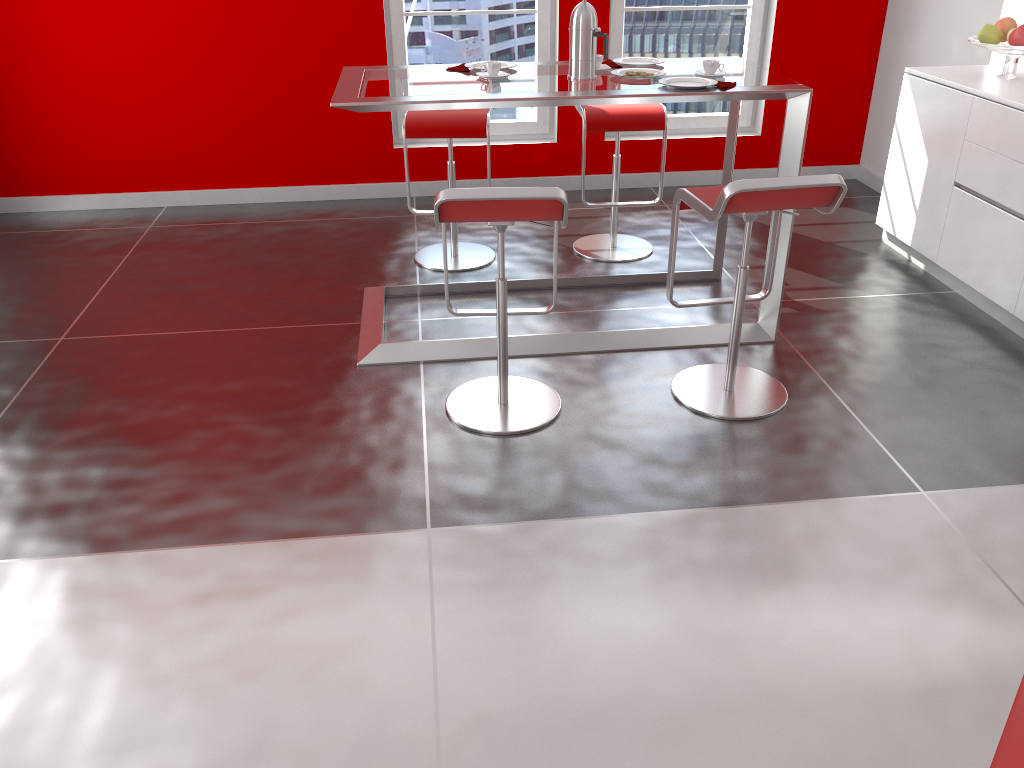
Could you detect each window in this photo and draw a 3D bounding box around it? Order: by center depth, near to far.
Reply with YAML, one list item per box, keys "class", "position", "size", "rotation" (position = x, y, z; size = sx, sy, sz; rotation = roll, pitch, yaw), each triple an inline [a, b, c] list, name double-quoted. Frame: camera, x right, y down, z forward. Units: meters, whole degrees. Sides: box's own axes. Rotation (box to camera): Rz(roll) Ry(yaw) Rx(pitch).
- class: "window"
  position: [-0.243, -2.441, 5.033]
  size: [0.938, 2.038, 0.117]
  rotation: [-3, 28, -5]
- class: "window"
  position: [1.050, -2.518, 5.152]
  size: [0.938, 2.038, 0.117]
  rotation: [-3, 28, -5]

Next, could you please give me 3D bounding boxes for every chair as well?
- class: "chair"
  position: [-0.034, -0.292, 2.975]
  size: [0.418, 0.857, 0.460]
  rotation: [-1, 28, -1]
- class: "chair"
  position: [0.797, -0.339, 3.047]
  size: [0.418, 0.857, 0.460]
  rotation: [-6, 29, -9]
- class: "chair"
  position: [-0.297, -1.039, 4.373]
  size: [0.418, 0.857, 0.460]
  rotation: [0, 28, 1]
- class: "chair"
  position: [0.523, -1.098, 4.466]
  size: [0.418, 0.857, 0.460]
  rotation: [-2, 28, -3]

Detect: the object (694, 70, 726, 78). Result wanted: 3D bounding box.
- class: "object"
  position: [0.762, -1.191, 3.412]
  size: [0.119, 0.016, 0.119]
  rotation: [6, 29, 12]

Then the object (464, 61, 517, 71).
- class: "object"
  position: [-0.087, -1.296, 3.623]
  size: [0.217, 0.015, 0.217]
  rotation: [8, 29, 16]

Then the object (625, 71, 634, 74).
- class: "object"
  position: [0.457, -1.208, 3.439]
  size: [0.034, 0.006, 0.036]
  rotation: [2, 28, 5]

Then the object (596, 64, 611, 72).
- class: "object"
  position: [0.334, -1.268, 3.564]
  size: [0.119, 0.016, 0.119]
  rotation: [-5, 28, -8]

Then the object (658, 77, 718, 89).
- class: "object"
  position: [0.641, -1.096, 3.235]
  size: [0.217, 0.015, 0.217]
  rotation: [15, 32, 26]

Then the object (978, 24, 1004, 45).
- class: "object"
  position: [2.128, -1.553, 3.940]
  size: [0.100, 0.086, 0.083]
  rotation: [24, 36, 37]

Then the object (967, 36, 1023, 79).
- class: "object"
  position: [2.245, -1.457, 3.980]
  size: [0.398, 0.159, 0.398]
  rotation: [24, 37, 37]

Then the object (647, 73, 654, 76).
- class: "object"
  position: [0.526, -1.195, 3.426]
  size: [0.036, 0.006, 0.034]
  rotation: [-12, 30, -19]

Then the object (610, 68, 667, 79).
- class: "object"
  position: [0.487, -1.195, 3.423]
  size: [0.217, 0.015, 0.217]
  rotation: [15, 32, 27]

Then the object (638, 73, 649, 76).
- class: "object"
  position: [0.503, -1.184, 3.393]
  size: [0.034, 0.006, 0.036]
  rotation: [-9, 29, -16]

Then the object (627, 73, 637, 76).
- class: "object"
  position: [0.462, -1.189, 3.403]
  size: [0.036, 0.006, 0.034]
  rotation: [8, 29, 16]

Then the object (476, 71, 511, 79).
- class: "object"
  position: [-0.072, -1.195, 3.435]
  size: [0.119, 0.016, 0.119]
  rotation: [-14, 31, -23]

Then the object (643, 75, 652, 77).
- class: "object"
  position: [0.521, -1.178, 3.393]
  size: [0.036, 0.006, 0.034]
  rotation: [-3, 28, -5]

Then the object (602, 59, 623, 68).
- class: "object"
  position: [0.387, -1.327, 3.676]
  size: [0.095, 0.012, 0.234]
  rotation: [-4, 28, -6]

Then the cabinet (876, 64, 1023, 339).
- class: "cabinet"
  position: [2.315, -0.746, 3.750]
  size: [0.610, 0.880, 1.802]
  rotation: [-3, 28, -5]

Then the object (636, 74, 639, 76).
- class: "object"
  position: [0.483, -1.189, 3.414]
  size: [0.036, 0.006, 0.034]
  rotation: [5, 29, 10]

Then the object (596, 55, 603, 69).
- class: "object"
  position: [0.328, -1.291, 3.557]
  size: [0.078, 0.049, 0.062]
  rotation: [17, 33, 30]

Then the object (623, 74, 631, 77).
- class: "object"
  position: [0.443, -1.185, 3.409]
  size: [0.034, 0.006, 0.036]
  rotation: [7, 29, 14]

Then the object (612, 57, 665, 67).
- class: "object"
  position: [0.525, -1.336, 3.685]
  size: [0.217, 0.015, 0.217]
  rotation: [-16, 32, -26]

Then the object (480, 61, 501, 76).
- class: "object"
  position: [-0.080, -1.217, 3.426]
  size: [0.078, 0.049, 0.062]
  rotation: [7, 29, 15]

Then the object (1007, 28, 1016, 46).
- class: "object"
  position: [2.257, -1.549, 3.959]
  size: [0.086, 0.079, 0.084]
  rotation: [10, 30, 19]

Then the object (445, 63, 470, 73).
- class: "object"
  position: [-0.225, -1.288, 3.613]
  size: [0.095, 0.012, 0.234]
  rotation: [-4, 28, -6]

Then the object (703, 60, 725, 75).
- class: "object"
  position: [0.770, -1.213, 3.402]
  size: [0.078, 0.049, 0.062]
  rotation: [-4, 28, -6]

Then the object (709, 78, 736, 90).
- class: "object"
  position: [0.779, -1.100, 3.244]
  size: [0.095, 0.012, 0.234]
  rotation: [-3, 28, -5]

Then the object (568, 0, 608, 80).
- class: "object"
  position: [0.286, -1.309, 3.352]
  size: [0.149, 0.287, 0.113]
  rotation: [0, 28, 2]

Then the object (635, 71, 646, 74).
- class: "object"
  position: [0.497, -1.204, 3.430]
  size: [0.036, 0.006, 0.034]
  rotation: [15, 32, 27]

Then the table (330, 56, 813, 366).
- class: "table"
  position: [0.189, -0.748, 3.669]
  size: [1.700, 1.000, 0.800]
  rotation: [-3, 28, -5]

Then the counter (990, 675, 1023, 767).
- class: "counter"
  position: [1.531, 0.760, 0.960]
  size: [1.868, 0.880, 2.865]
  rotation: [13, 31, 24]

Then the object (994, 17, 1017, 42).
- class: "object"
  position: [2.237, -1.608, 4.023]
  size: [0.096, 0.105, 0.117]
  rotation: [11, 30, 20]

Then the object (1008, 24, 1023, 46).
- class: "object"
  position: [2.212, -1.525, 3.846]
  size: [0.097, 0.133, 0.117]
  rotation: [-9, 29, -15]
